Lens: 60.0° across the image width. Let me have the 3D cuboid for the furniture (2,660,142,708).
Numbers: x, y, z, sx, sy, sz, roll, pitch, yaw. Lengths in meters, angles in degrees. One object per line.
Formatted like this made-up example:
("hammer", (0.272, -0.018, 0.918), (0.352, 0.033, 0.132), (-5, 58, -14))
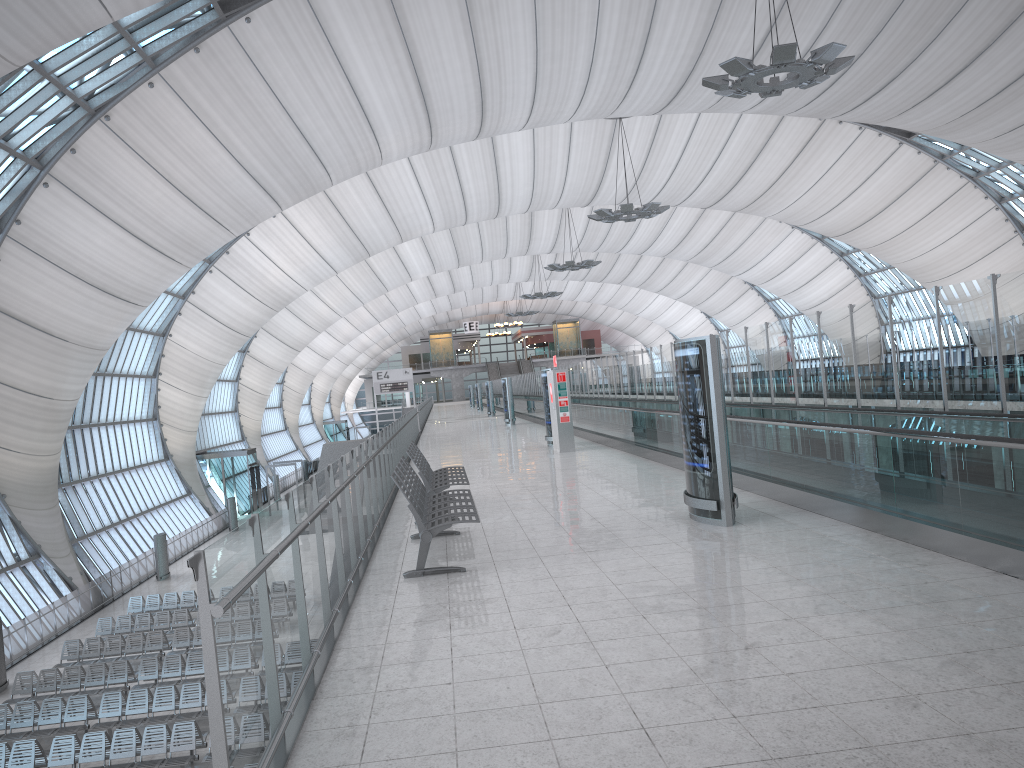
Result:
("furniture", (-10.309, 7.106, 20.884), (2.705, 0.913, 1.572), (-5, 0, -5))

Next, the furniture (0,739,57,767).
("furniture", (-9.914, 7.064, 16.098), (2.705, 0.913, 1.572), (-5, 0, -5))

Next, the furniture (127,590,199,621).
("furniture", (-10.939, 7.173, 28.519), (2.705, 0.913, 1.572), (-5, 0, -5))

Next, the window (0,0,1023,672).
("window", (3.080, -3.471, 80.048), (50.537, 20.004, 167.818), (-5, 0, -5))

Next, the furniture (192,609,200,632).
("furniture", (-7.898, 6.897, 26.122), (2.705, 0.913, 1.572), (-5, 0, -5))

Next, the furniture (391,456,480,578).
("furniture", (-0.724, 1.200, 8.661), (0.713, 0.902, 2.520), (-5, 0, -5))

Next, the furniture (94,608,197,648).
("furniture", (-10.722, 7.150, 25.887), (2.705, 0.913, 1.572), (-5, 0, -5))

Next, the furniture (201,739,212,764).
("furniture", (-4.265, 6.558, 16.569), (2.705, 0.913, 1.572), (-5, 0, -5))

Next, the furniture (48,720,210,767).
("furniture", (-7.090, 6.811, 16.334), (2.705, 0.913, 1.572), (-5, 0, -5))

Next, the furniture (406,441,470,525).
("furniture", (-0.955, 1.225, 11.674), (0.713, 0.902, 2.520), (-5, 0, -5))

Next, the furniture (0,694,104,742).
("furniture", (-10.112, 7.085, 18.491), (2.705, 0.913, 1.572), (-5, 0, -5))

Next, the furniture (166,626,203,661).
("furniture", (-7.704, 6.876, 23.781), (2.705, 0.913, 1.572), (-5, 0, -5))

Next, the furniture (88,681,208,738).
("furniture", (-7.287, 6.832, 18.727), (2.705, 0.913, 1.572), (-5, 0, -5))

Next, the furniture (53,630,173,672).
("furniture", (-10.529, 7.129, 23.546), (2.705, 0.913, 1.572), (-5, 0, -5))

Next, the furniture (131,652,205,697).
("furniture", (-7.485, 6.853, 21.120), (2.705, 0.913, 1.572), (-5, 0, -5))
